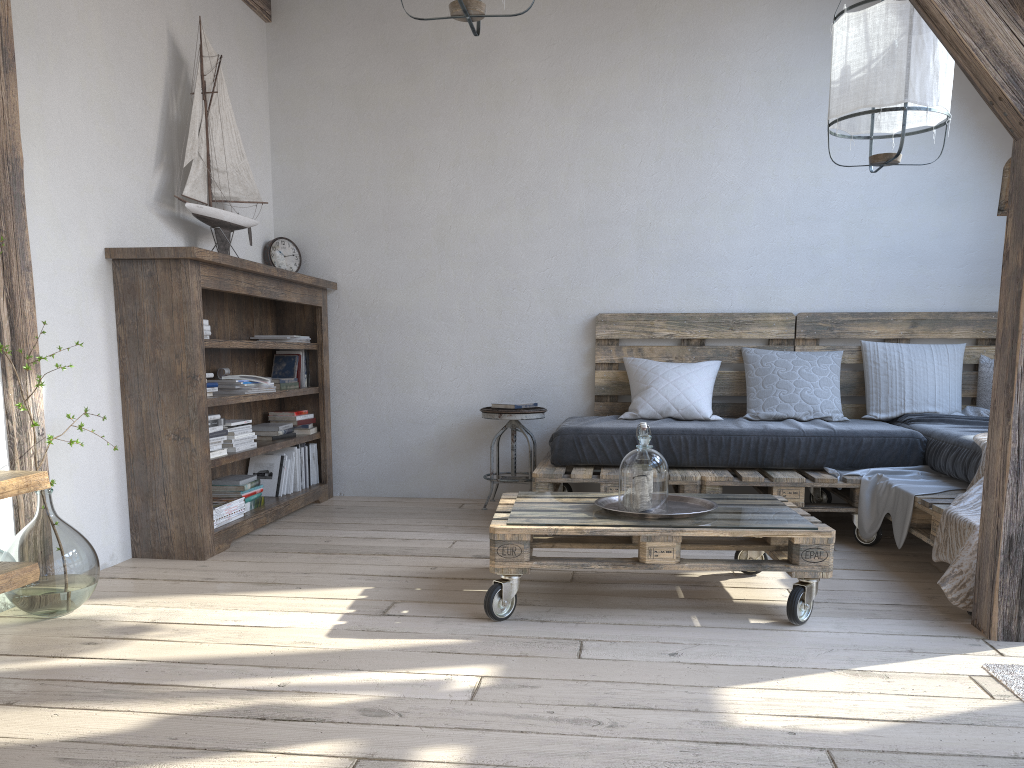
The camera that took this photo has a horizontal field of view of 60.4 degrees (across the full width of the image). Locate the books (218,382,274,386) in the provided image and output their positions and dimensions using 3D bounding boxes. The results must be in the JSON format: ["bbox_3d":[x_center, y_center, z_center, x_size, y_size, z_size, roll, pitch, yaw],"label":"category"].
[{"bbox_3d":[-1.231,0.001,3.974,0.204,0.009,0.255,1,2,14],"label":"books"}]

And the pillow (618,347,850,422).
[{"bbox_3d":[1.100,-0.005,4.380,1.129,0.361,0.346,0,6,7],"label":"pillow"}]

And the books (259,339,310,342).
[{"bbox_3d":[-1.176,-0.226,4.560,0.204,0.009,0.255,0,2,-1],"label":"books"}]

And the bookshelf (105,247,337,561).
[{"bbox_3d":[-1.218,0.067,4.081,0.348,1.191,1.603,1,4,7],"label":"bookshelf"}]

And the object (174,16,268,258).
[{"bbox_3d":[-1.254,-1.018,3.820,0.140,1.008,0.778,2,6,12],"label":"object"}]

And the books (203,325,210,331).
[{"bbox_3d":[-1.324,-0.225,3.498,0.157,0.021,0.216,0,2,7],"label":"books"}]

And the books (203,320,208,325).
[{"bbox_3d":[-1.331,-0.248,3.496,0.157,0.021,0.216,0,2,7],"label":"books"}]

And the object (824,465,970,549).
[{"bbox_3d":[1.632,0.492,3.570,0.504,0.281,0.700,0,3,-9],"label":"object"}]

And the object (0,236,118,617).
[{"bbox_3d":[-1.427,0.139,2.746,0.275,1.138,0.507,-1,8,-6],"label":"object"}]

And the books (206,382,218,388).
[{"bbox_3d":[-1.317,0.006,3.558,0.146,0.021,0.206,1,2,23],"label":"books"}]

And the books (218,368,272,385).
[{"bbox_3d":[-1.212,-0.029,4.010,0.221,0.089,0.258,-1,3,-13],"label":"books"}]

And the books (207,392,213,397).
[{"bbox_3d":[-1.315,0.043,3.575,0.139,0.020,0.182,0,2,2],"label":"books"}]

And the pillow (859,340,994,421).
[{"bbox_3d":[2.195,-0.015,4.278,0.965,0.406,0.382,1,6,23],"label":"pillow"}]

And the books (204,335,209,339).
[{"bbox_3d":[-1.325,-0.187,3.507,0.157,0.017,0.217,0,2,2],"label":"books"}]

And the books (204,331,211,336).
[{"bbox_3d":[-1.305,-0.204,3.502,0.139,0.019,0.182,0,2,7],"label":"books"}]

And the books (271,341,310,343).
[{"bbox_3d":[-1.177,-0.217,4.547,0.204,0.009,0.255,0,2,2],"label":"books"}]

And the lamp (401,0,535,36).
[{"bbox_3d":[-0.127,-1.586,2.431,0.397,1.101,0.403,-7,11,-41],"label":"lamp"}]

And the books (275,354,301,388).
[{"bbox_3d":[-1.183,-0.069,4.634,0.139,0.179,0.058,1,8,5],"label":"books"}]

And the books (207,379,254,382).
[{"bbox_3d":[-1.250,-0.016,3.960,0.204,0.009,0.255,1,2,19],"label":"books"}]

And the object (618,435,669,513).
[{"bbox_3d":[0.414,0.282,2.760,0.155,0.251,0.154,-3,8,-24],"label":"object"}]

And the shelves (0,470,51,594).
[{"bbox_3d":[-1.531,0.507,1.842,0.331,0.456,1.583,1,3,7],"label":"shelves"}]

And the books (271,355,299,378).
[{"bbox_3d":[-1.190,-0.066,4.603,0.131,0.175,0.080,1,8,7],"label":"books"}]

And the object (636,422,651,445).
[{"bbox_3d":[0.433,0.265,2.920,0.071,0.272,0.151,1,7,7],"label":"object"}]

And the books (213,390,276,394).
[{"bbox_3d":[-1.225,0.036,3.977,0.204,0.009,0.255,1,2,15],"label":"books"}]

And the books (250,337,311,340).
[{"bbox_3d":[-1.188,-0.234,4.526,0.204,0.009,0.255,1,2,14],"label":"books"}]

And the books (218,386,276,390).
[{"bbox_3d":[-1.221,0.017,3.996,0.204,0.009,0.255,0,2,9],"label":"books"}]

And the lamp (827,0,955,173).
[{"bbox_3d":[1.326,-1.537,3.014,0.404,1.542,0.396,-7,11,-41],"label":"lamp"}]

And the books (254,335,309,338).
[{"bbox_3d":[-1.183,-0.243,4.536,0.204,0.009,0.255,0,2,4],"label":"books"}]

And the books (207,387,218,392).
[{"bbox_3d":[-1.317,0.025,3.568,0.157,0.017,0.217,0,2,7],"label":"books"}]

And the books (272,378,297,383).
[{"bbox_3d":[-1.200,-0.017,4.456,0.150,0.021,0.202,0,2,11],"label":"books"}]

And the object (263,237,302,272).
[{"bbox_3d":[-1.221,-0.675,4.688,0.081,0.213,0.203,8,9,43],"label":"object"}]

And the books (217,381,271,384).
[{"bbox_3d":[-1.245,-0.008,3.965,0.204,0.009,0.255,1,2,14],"label":"books"}]

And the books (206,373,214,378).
[{"bbox_3d":[-1.316,-0.034,3.563,0.139,0.019,0.182,0,2,7],"label":"books"}]

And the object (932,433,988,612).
[{"bbox_3d":[1.808,0.435,2.773,0.807,0.481,1.001,3,4,37],"label":"object"}]

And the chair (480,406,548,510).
[{"bbox_3d":[0.008,0.381,4.599,0.353,0.529,0.348,1,7,10],"label":"chair"}]

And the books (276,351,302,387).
[{"bbox_3d":[-1.184,-0.079,4.659,0.139,0.194,0.049,1,8,6],"label":"books"}]

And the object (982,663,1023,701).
[{"bbox_3d":[2.088,0.751,0.568,2.186,0.057,3.149,0,2,7],"label":"object"}]

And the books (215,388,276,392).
[{"bbox_3d":[-1.224,0.027,3.984,0.204,0.009,0.255,0,2,12],"label":"books"}]

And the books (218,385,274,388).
[{"bbox_3d":[-1.239,0.010,3.964,0.204,0.009,0.255,1,2,24],"label":"books"}]

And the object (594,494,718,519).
[{"bbox_3d":[0.465,0.396,2.848,0.394,0.022,0.391,1,2,27],"label":"object"}]

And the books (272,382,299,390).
[{"bbox_3d":[-1.204,0.009,4.468,0.161,0.031,0.216,0,2,10],"label":"books"}]
